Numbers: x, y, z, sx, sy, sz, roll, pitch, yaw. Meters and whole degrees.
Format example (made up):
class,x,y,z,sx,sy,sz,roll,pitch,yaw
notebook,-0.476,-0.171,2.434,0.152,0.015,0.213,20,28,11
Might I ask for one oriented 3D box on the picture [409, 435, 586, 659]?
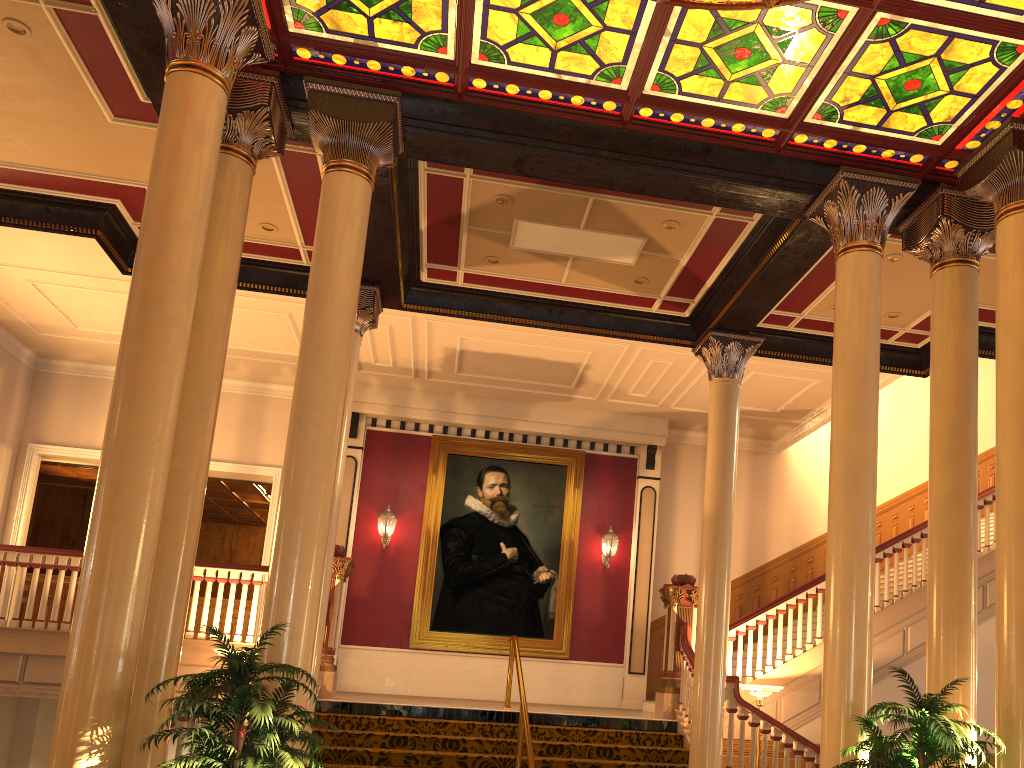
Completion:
class,x,y,z,sx,sy,sz,roll,pitch,yaw
picture,-0.188,2.616,14.039,2.579,3.357,0.056,6,-10,-9

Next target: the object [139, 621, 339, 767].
class,x,y,z,sx,sy,sz,roll,pitch,yaw
object,-1.551,2.368,4.793,1.112,2.092,1.036,8,-12,-18

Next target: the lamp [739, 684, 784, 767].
class,x,y,z,sx,sy,sz,roll,pitch,yaw
lamp,2.789,4.454,9.918,0.571,1.957,0.607,2,-11,11

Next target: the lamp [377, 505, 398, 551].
class,x,y,z,sx,sy,sz,roll,pitch,yaw
lamp,-1.967,2.257,13.627,0.322,0.710,0.402,6,-12,-6

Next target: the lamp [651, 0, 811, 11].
class,x,y,z,sx,sy,sz,roll,pitch,yaw
lamp,1.111,-2.628,3.921,3.039,0.585,3.064,7,-19,-8

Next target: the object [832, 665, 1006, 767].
class,x,y,z,sx,sy,sz,roll,pitch,yaw
object,2.551,2.858,5.466,1.044,2.092,1.101,-6,-15,41

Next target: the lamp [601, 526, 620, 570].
class,x,y,z,sx,sy,sz,roll,pitch,yaw
lamp,1.582,2.677,14.184,0.322,0.710,0.402,6,-12,-6

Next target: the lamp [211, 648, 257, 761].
class,x,y,z,sx,sy,sz,roll,pitch,yaw
lamp,-2.952,3.772,9.008,0.603,1.957,0.574,9,-11,-24
